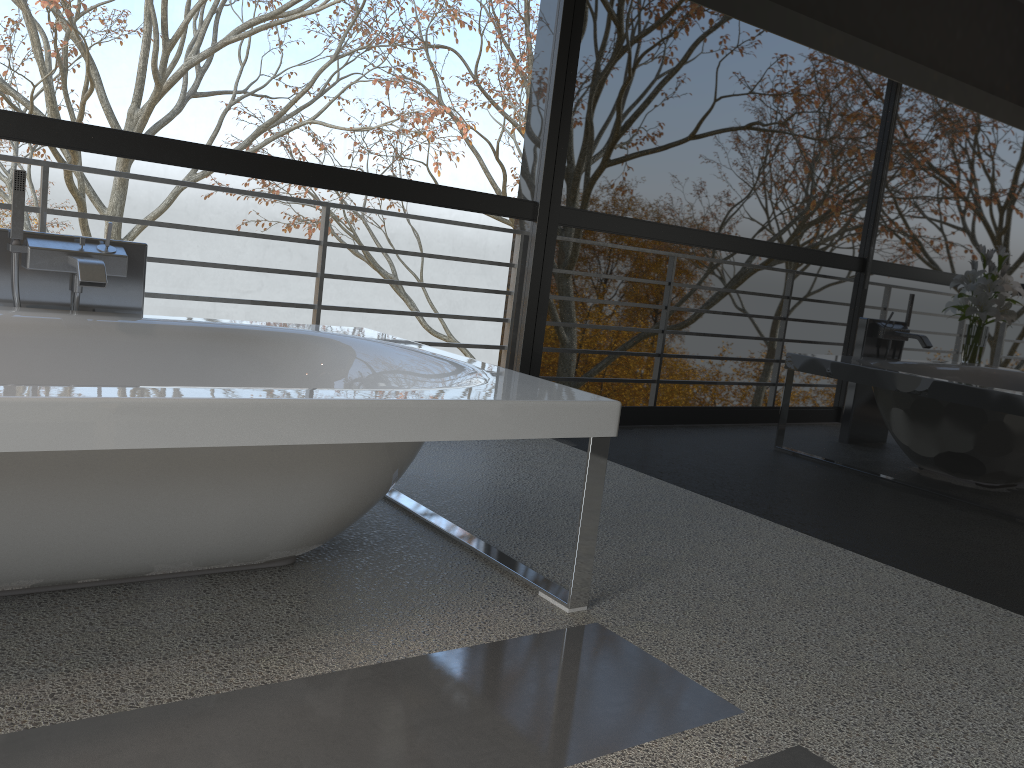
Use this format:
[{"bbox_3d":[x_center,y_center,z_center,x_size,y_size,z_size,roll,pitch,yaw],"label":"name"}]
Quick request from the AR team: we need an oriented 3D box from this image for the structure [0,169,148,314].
[{"bbox_3d":[-1.237,-0.137,2.522,0.402,0.884,0.330,1,9,-36],"label":"structure"}]

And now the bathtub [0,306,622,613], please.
[{"bbox_3d":[-0.947,0.154,2.036,1.958,0.504,1.329,1,10,-36],"label":"bathtub"}]
